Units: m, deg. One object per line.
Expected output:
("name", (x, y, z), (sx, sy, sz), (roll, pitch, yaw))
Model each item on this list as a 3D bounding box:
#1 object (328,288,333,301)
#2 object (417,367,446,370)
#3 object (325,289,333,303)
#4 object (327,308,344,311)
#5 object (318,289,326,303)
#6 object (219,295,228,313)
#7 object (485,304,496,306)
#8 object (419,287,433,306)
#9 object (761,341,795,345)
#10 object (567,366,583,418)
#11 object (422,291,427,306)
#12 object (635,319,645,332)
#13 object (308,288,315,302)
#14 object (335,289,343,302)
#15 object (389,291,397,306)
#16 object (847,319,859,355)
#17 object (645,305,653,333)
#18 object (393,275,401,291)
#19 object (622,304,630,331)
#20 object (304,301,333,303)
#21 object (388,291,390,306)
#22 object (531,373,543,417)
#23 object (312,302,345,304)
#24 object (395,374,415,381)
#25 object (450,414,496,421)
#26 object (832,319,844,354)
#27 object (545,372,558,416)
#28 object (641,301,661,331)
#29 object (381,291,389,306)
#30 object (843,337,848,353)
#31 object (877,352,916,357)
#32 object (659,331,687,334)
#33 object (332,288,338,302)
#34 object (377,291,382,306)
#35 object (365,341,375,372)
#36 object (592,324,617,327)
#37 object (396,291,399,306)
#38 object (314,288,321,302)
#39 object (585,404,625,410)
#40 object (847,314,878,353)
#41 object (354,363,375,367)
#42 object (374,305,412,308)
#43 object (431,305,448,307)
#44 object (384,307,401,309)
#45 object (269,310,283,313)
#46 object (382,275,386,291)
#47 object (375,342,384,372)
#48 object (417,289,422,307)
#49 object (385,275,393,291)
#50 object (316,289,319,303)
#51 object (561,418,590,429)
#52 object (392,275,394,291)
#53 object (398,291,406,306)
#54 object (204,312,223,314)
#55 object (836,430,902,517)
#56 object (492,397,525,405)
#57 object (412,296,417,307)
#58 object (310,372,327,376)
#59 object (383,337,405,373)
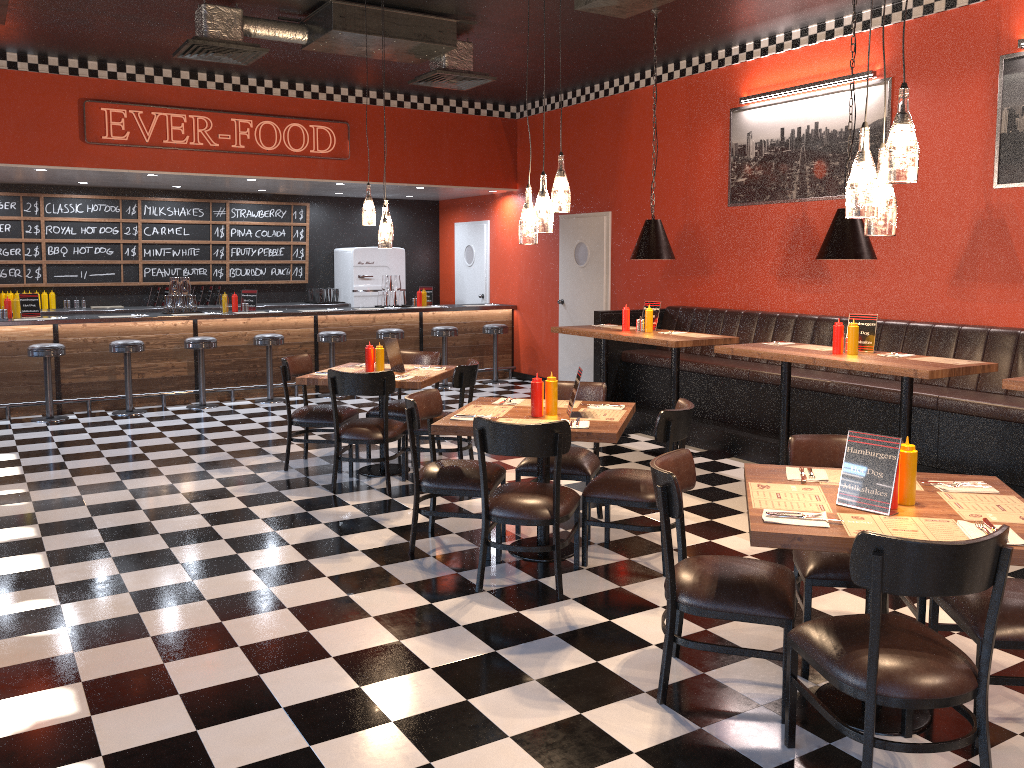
("object", (-2.629, -1.291, 12.894), (0.105, 0.208, 0.106), (1, 6, 13))
("object", (-0.644, -0.125, 6.896), (0.255, 0.019, 0.158), (1, 8, 8))
("object", (-2.601, -1.248, 12.586), (0.105, 0.208, 0.106), (1, 6, 13))
("object", (-2.194, -0.927, 10.984), (0.157, 0.019, 0.256), (-5, 9, -31))
("object", (-2.678, -1.233, 12.482), (0.105, 0.208, 0.106), (1, 6, 13))
("object", (-3.376, -0.938, 10.379), (0.105, 0.208, 0.106), (1, 6, 13))
("object", (-0.281, -1.095, 12.191), (0.157, 0.019, 0.256), (-3, 9, -21))
("object", (-1.166, -1.185, 11.972), (0.188, 0.256, 0.072), (0, 6, 3))
("object", (1.969, -0.307, 6.589), (0.255, 0.019, 0.158), (-5, 10, -34))
("object", (0.344, 0.042, 4.857), (0.072, 0.256, 0.189), (0, 6, -2))
("object", (-1.175, -1.156, 11.831), (0.068, 0.237, 0.068), (3, 6, 27))
("object", (1.122, -0.526, 7.732), (0.047, 0.135, 0.094), (-5, 8, -40))
("object", (-2.906, -1.283, 12.833), (0.105, 0.208, 0.106), (1, 6, 13))
("object", (-2.465, -1.251, 12.608), (0.105, 0.208, 0.106), (1, 6, 13))
("object", (-1.560, -1.117, 11.646), (0.105, 0.208, 0.106), (1, 6, 13))
("object", (2.248, -0.311, 5.838), (0.068, 0.237, 0.068), (-2, 6, -22))
("object", (1.179, -0.563, 7.626), (0.068, 0.237, 0.068), (4, 7, 33))
("object", (-1.508, -1.328, 11.656), (0.105, 0.208, 0.106), (1, 6, 13))
("object", (0.998, -0.582, 7.756), (0.068, 0.237, 0.068), (4, 7, 33))
("object", (-2.777, -1.193, 12.873), (0.437, 0.018, 0.274), (-5, 9, -31))
("object", (-1.624, -1.129, 11.734), (0.105, 0.208, 0.106), (1, 6, 13))
("object", (0.136, 0.058, 4.811), (0.068, 0.237, 0.068), (-3, 6, -26))
("object", (-2.611, -1.157, 12.620), (0.437, 0.018, 0.274), (-5, 9, -31))
("object", (-0.795, -0.051, 6.373), (0.157, 0.019, 0.256), (2, 8, 14))
("object", (-0.197, 0.176, 4.758), (0.255, 0.019, 0.158), (2, 8, 13))
("object", (2.167, -0.318, 5.884), (0.068, 0.237, 0.068), (-1, 6, -11))
("object", (0.217, 0.051, 4.859), (0.068, 0.237, 0.068), (-3, 6, -26))
("object", (1.222, -0.601, 7.829), (0.072, 0.256, 0.189), (-5, 8, -40))
("object", (-1.659, -1.110, 11.598), (0.105, 0.208, 0.106), (1, 6, 13))
("object", (2.235, -0.276, 5.958), (0.047, 0.135, 0.094), (-5, 8, -41))
("object", (2.495, -0.193, 5.782), (0.255, 0.019, 0.158), (-5, 10, -34))
("object", (1.354, -0.440, 7.536), (0.255, 0.019, 0.158), (-5, 10, -34))
("object", (-2.531, -1.264, 12.701), (0.105, 0.208, 0.106), (1, 6, 13))
("object", (-1.728, -1.122, 11.685), (0.105, 0.208, 0.106), (1, 6, 13))
("object", (-1.067, -0.201, 6.648), (0.068, 0.237, 0.068), (1, 6, 11))
("object", (0.858, -0.555, 8.355), (0.255, 0.019, 0.158), (-5, 10, -34))
("object", (-1.523, -1.138, 11.797), (0.105, 0.208, 0.106), (1, 6, 13))
("object", (-2.797, -1.275, 12.776), (0.105, 0.208, 0.106), (1, 6, 13))
("object", (0.522, 0.127, 5.112), (0.255, 0.019, 0.158), (2, 8, 15))
("object", (2.368, -0.345, 6.007), (0.188, 0.256, 0.072), (5, 7, 38))
("object", (-1.162, -0.155, 7.108), (0.157, 0.019, 0.256), (2, 8, 16))
("object", (-1.578, -1.029, 11.714), (0.437, 0.018, 0.274), (-5, 9, -31))
("object", (-0.973, -1.036, 11.769), (0.158, 0.019, 0.256), (-6, 10, -36))
("object", (-1.540, -0.983, 11.389), (0.158, 0.019, 0.256), (-6, 10, -35))
("object", (-2.815, -0.868, 10.561), (0.157, 0.019, 0.256), (-2, 8, -16))
("object", (-1.666, -1.331, 11.679), (0.105, 0.208, 0.106), (1, 6, 13))
("object", (-0.986, -0.194, 6.602), (0.068, 0.237, 0.068), (-2, 6, -17))
("object", (-1.228, -1.145, 11.754), (0.068, 0.237, 0.068), (0, 6, -1))
("object", (-1.615, -1.321, 11.605), (0.105, 0.208, 0.106), (1, 6, 13))
("object", (-2.724, -1.247, 12.579), (0.105, 0.208, 0.106), (1, 6, 13))
("object", (0.324, 0.200, 4.592), (0.157, 0.019, 0.256), (1, 8, 6))
("object", (-1.572, -1.341, 11.748), (0.105, 0.208, 0.106), (1, 6, 13))
("object", (-1.452, -1.125, 11.703), (0.105, 0.208, 0.106), (1, 6, 13))
("object", (-3.445, -0.818, 10.205), (0.158, 0.019, 0.256), (-6, 10, -35))
("object", (1.215, 0.301, 3.021), (0.072, 0.256, 0.189), (-5, 8, -41))
("object", (-0.025, 0.102, 5.286), (0.157, 0.019, 0.256), (2, 8, 16))
("object", (-1.291, -1.104, 11.833), (0.094, 0.135, 0.047), (-5, 7, -36))
("object", (-1.351, -0.079, 6.568), (0.255, 0.019, 0.158), (3, 8, 17))
("object", (-0.899, -0.226, 6.761), (0.072, 0.256, 0.189), (-5, 8, -41))
